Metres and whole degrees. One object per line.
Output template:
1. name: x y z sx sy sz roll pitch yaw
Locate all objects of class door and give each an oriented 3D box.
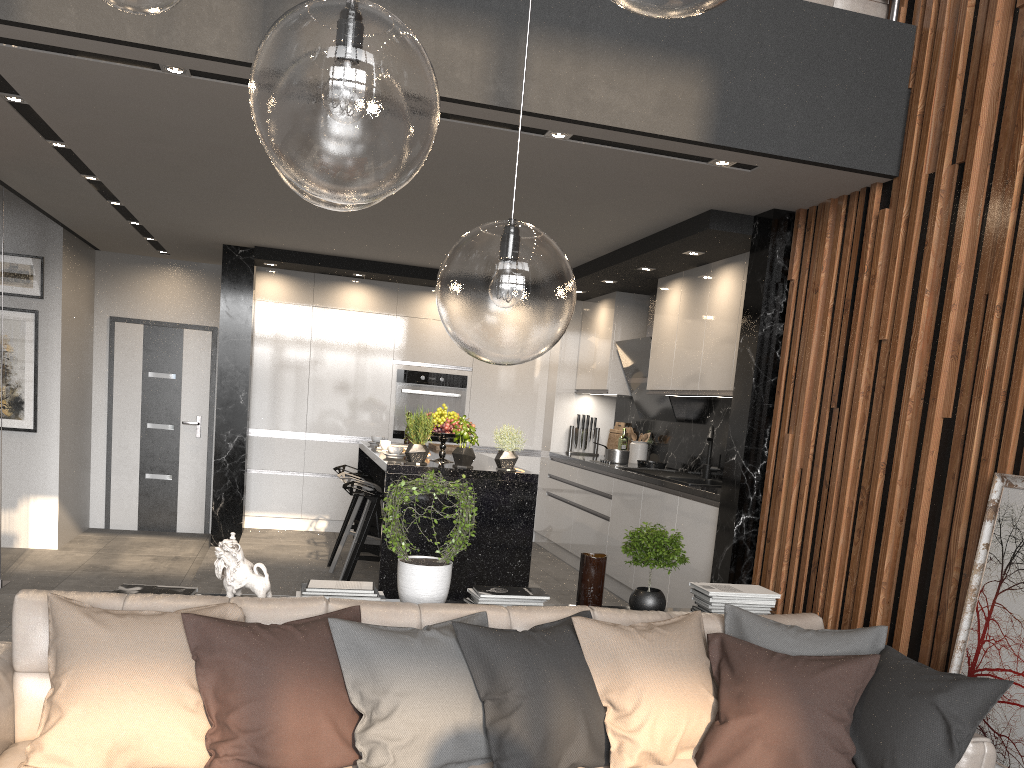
1. door: -3.450 0.445 8.606 0.976 2.119 0.166 3 8 -14

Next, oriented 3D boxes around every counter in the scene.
1. counter: 1.053 0.673 6.582 0.612 0.041 3.412 5 -2 -14

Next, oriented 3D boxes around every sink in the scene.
1. sink: 1.216 0.545 6.018 0.499 0.555 1.097 4 1 -14

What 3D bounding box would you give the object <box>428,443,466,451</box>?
1. object: -0.495 0.510 7.006 0.291 0.031 0.395 5 -1 -14

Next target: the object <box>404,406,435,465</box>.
1. object: -0.538 0.289 5.165 0.194 0.375 0.185 8 7 31

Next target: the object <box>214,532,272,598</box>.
1. object: -1.003 0.701 3.281 0.207 0.295 0.133 5 6 5

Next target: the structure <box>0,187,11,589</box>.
1. structure: -3.501 -1.631 4.185 1.181 6.154 3.531 3 6 -14

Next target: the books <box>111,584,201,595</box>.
1. books: -1.314 0.786 3.225 0.294 0.055 0.181 5 -1 -10

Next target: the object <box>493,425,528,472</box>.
1. object: -0.020 0.381 5.310 0.221 0.289 0.207 5 5 -1

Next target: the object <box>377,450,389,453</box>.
1. object: -0.818 0.469 6.041 0.228 0.003 0.225 5 -2 -14

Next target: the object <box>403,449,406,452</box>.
1. object: -0.756 0.454 6.016 0.075 0.043 0.126 5 0 -22

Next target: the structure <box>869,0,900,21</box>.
1. structure: -0.762 -2.055 4.732 4.232 0.751 3.332 5 -1 -14

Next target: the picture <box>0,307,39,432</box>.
1. picture: -4.314 -0.138 7.075 0.873 1.011 0.024 4 8 -14

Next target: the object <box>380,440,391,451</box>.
1. object: -0.880 0.430 6.091 0.076 0.072 0.084 7 3 35

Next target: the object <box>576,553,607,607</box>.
1. object: 0.328 0.835 3.633 0.109 0.272 0.107 4 6 -8

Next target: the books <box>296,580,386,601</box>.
1. books: -0.664 0.831 3.407 0.349 0.101 0.191 5 0 -14

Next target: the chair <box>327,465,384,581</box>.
1. chair: -1.040 1.005 6.131 0.435 0.747 1.705 4 0 -14

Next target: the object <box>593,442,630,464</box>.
1. object: 0.825 0.570 7.180 0.200 0.156 0.343 4 0 -24

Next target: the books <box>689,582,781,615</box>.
1. books: 0.947 0.951 3.761 0.333 0.153 0.197 5 2 -14

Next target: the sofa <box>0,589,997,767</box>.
1. sofa: -0.014 1.201 2.449 3.252 0.832 1.851 5 0 -14

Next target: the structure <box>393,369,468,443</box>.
1. structure: -0.826 0.213 8.400 0.657 0.643 0.641 4 3 -14

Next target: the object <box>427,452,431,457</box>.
1. object: -0.609 0.453 5.813 0.131 0.061 0.069 5 2 -14

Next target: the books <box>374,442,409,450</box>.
1. books: -0.845 0.461 6.454 0.323 0.039 0.170 5 -1 -15

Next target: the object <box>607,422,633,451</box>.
1. object: 0.974 0.515 7.998 0.098 0.335 0.395 3 3 -14

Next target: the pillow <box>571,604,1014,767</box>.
1. pillow: 0.888 1.119 3.038 1.377 0.557 0.756 5 2 16

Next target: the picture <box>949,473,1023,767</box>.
1. picture: 1.717 0.810 2.796 0.101 1.015 0.716 3 5 -14

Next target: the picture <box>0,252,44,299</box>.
1. picture: -3.992 -0.876 7.042 0.411 0.340 0.024 4 7 -14

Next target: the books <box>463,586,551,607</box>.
1. books: -0.030 0.886 3.565 0.326 0.101 0.202 5 0 -14

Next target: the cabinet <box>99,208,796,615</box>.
1. cabinet: -0.391 0.038 6.278 3.629 3.292 6.118 4 1 -14

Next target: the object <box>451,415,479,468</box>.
1. object: -0.283 0.341 5.214 0.179 0.318 0.169 5 6 -3

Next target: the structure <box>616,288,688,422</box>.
1. structure: 1.128 -0.235 6.897 0.414 1.048 0.725 3 5 -14

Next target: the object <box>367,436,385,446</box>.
1. object: -1.028 0.436 6.703 0.153 0.071 0.155 5 0 44

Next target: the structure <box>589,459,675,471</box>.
1. structure: 0.953 0.654 6.993 0.511 0.061 0.592 5 -1 -14

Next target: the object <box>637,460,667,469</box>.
1. object: 1.049 0.623 6.845 0.353 0.061 0.229 6 -1 -36

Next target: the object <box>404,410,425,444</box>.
1. object: -0.751 0.358 6.934 0.151 0.288 0.196 2 6 -31

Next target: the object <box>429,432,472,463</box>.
1. object: -0.440 0.399 5.562 0.363 0.191 0.367 5 1 40

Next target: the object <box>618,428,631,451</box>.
1. object: 0.990 0.532 7.705 0.090 0.288 0.080 3 7 -14

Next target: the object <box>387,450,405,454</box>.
1. object: -0.767 0.469 6.018 0.190 0.012 0.191 5 -2 18

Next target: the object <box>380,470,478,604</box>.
1. object: -0.335 0.619 3.437 0.386 0.586 0.212 2 7 -33

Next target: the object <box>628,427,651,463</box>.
1. object: 1.075 0.522 7.389 0.175 0.310 0.155 4 6 -11

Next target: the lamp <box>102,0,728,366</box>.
1. lamp: -0.025 -2.571 0.820 1.234 5.085 1.204 3 7 -17

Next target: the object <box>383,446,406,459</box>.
1. object: -0.738 0.432 5.532 0.153 0.071 0.155 5 0 44

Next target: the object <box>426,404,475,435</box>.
1. object: -0.420 0.233 5.550 0.348 0.218 0.314 5 2 -17

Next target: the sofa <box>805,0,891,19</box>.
1. sofa: 0.333 -1.981 4.502 2.283 0.794 2.257 5 0 -14

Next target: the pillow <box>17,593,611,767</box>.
1. pillow: -0.478 0.986 2.794 1.946 0.508 0.534 5 3 -15

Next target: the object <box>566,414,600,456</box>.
1. object: 0.674 0.474 8.159 0.322 0.379 0.065 4 7 -14

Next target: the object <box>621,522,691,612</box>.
1. object: 0.586 0.788 3.693 0.306 0.415 0.271 8 6 36
